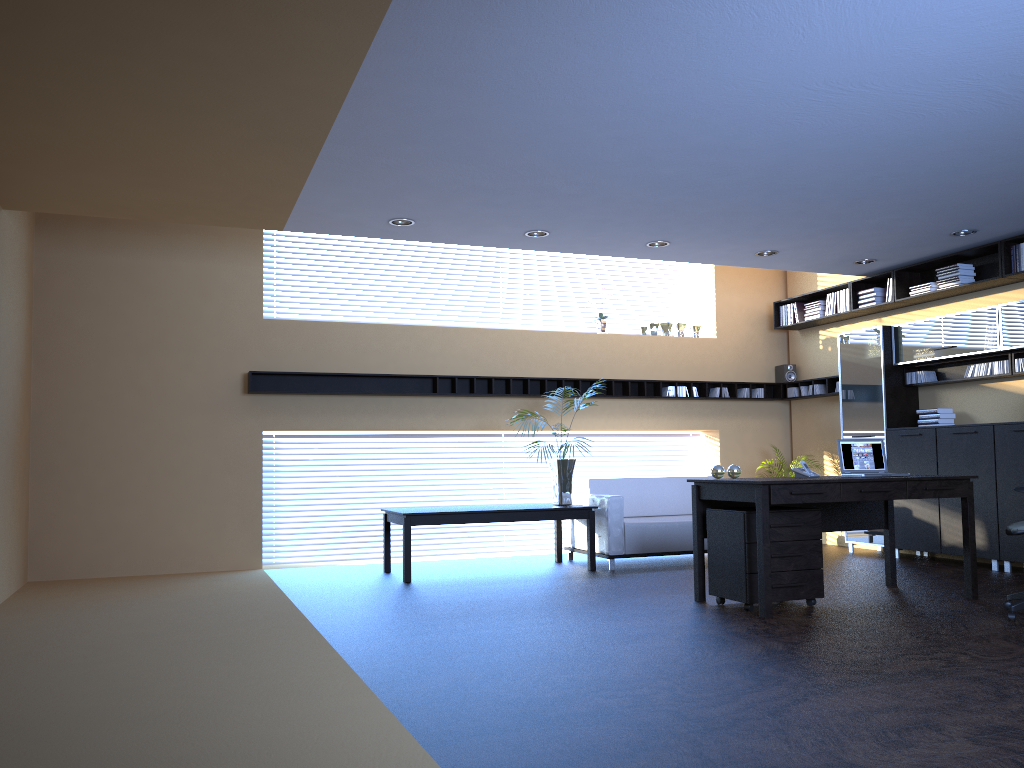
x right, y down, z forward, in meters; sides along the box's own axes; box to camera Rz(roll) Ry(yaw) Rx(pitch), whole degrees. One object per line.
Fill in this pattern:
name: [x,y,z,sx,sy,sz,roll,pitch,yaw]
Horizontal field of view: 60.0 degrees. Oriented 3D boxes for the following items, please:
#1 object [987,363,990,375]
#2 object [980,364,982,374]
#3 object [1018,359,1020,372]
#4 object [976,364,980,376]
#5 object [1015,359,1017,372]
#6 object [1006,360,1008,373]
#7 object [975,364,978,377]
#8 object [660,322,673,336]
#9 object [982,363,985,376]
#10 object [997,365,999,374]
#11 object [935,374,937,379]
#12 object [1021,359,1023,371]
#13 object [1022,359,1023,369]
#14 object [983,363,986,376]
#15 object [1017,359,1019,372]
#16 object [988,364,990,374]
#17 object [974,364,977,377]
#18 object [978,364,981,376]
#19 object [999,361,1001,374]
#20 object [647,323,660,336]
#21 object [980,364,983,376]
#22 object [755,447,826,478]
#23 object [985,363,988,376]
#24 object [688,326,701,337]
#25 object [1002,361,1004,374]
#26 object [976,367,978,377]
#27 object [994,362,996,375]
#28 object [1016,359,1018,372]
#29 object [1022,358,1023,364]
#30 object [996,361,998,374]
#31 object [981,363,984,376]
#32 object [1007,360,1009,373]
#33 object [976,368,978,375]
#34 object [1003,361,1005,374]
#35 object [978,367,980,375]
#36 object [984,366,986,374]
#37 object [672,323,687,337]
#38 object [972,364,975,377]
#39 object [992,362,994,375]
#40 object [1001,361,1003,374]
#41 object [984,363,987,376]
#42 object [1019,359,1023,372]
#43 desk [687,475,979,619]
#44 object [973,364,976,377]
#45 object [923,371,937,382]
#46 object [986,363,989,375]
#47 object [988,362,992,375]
object: [4.533,-0.139,8.342,0.142,0.118,0.040,1,-4,-21]
object: [4.506,-0.132,8.417,0.142,0.118,0.040,1,-4,-21]
object: [4.649,-0.168,8.037,0.142,0.120,0.009,1,-4,-21]
object: [4.489,-0.130,8.443,0.142,0.118,0.040,1,-4,-21]
object: [4.633,-0.165,8.062,0.140,0.118,0.006,1,-4,-21]
object: [4.601,-0.157,8.156,0.142,0.120,0.009,1,-4,-21]
object: [4.484,-0.128,8.462,0.140,0.116,0.036,1,-4,-21]
object: [1.891,-0.659,10.868,0.137,0.173,0.144,-3,-5,29]
object: [4.509,-0.135,8.386,0.142,0.118,0.040,1,-4,-21]
object: [4.569,-0.149,8.241,0.142,0.120,0.009,1,-4,-21]
object: [4.269,-0.074,9.036,0.140,0.116,0.036,1,-4,-21]
object: [4.662,-0.170,8.008,0.140,0.117,0.026,1,-4,-21]
object: [4.663,-0.171,7.998,0.142,0.120,0.030,1,-4,-21]
object: [4.514,-0.136,8.377,0.140,0.116,0.036,1,-4,-21]
object: [4.641,-0.167,8.044,0.142,0.120,0.009,1,-4,-21]
object: [4.533,-0.140,8.330,0.140,0.116,0.036,1,-4,-21]
object: [4.483,-0.127,8.473,0.140,0.116,0.036,1,-4,-21]
object: [4.500,-0.132,8.426,0.142,0.118,0.040,1,-4,-21]
object: [4.573,-0.151,8.221,0.142,0.120,0.009,1,-4,-21]
object: [1.725,-0.656,10.800,0.133,0.159,0.126,-1,-4,-1]
object: [4.503,-0.133,8.405,0.140,0.116,0.036,1,-4,-21]
object: [3.310,1.301,10.500,0.841,1.238,0.690,-2,-4,12]
object: [4.523,-0.138,8.359,0.142,0.118,0.040,1,-4,-21]
object: [2.272,-0.640,11.010,0.124,0.149,0.118,1,-4,-21]
object: [4.587,-0.153,8.194,0.142,0.120,0.009,1,-4,-21]
object: [4.492,-0.129,8.455,0.142,0.118,0.040,1,-4,-21]
object: [4.557,-0.145,8.280,0.142,0.120,0.009,1,-4,-21]
object: [4.639,-0.166,8.054,0.140,0.118,0.006,1,-4,-21]
object: [4.667,-0.172,7.988,0.142,0.120,0.030,1,-4,-21]
object: [4.562,-0.148,8.249,0.142,0.120,0.009,1,-4,-21]
object: [4.509,-0.134,8.397,0.140,0.116,0.036,1,-4,-21]
object: [4.605,-0.159,8.136,0.142,0.120,0.009,1,-4,-21]
object: [4.490,-0.129,8.454,0.140,0.116,0.036,1,-4,-21]
object: [4.596,-0.154,8.186,0.142,0.120,0.009,1,-4,-21]
object: [4.498,-0.131,8.435,0.140,0.116,0.036,1,-4,-21]
object: [4.519,-0.136,8.379,0.142,0.118,0.040,1,-4,-21]
object: [2.059,-0.656,10.929,0.144,0.173,0.137,2,-5,-31]
object: [4.472,-0.126,8.491,0.142,0.118,0.040,1,-4,-21]
object: [4.550,-0.145,8.287,0.142,0.120,0.009,1,-4,-21]
object: [4.582,-0.152,8.203,0.142,0.120,0.009,1,-4,-21]
object: [4.526,-0.137,8.371,0.142,0.118,0.040,1,-4,-21]
object: [4.653,-0.169,8.027,0.142,0.120,0.009,1,-4,-21]
desk: [2.355,1.131,6.488,1.895,0.889,0.915,1,-5,-21]
object: [4.476,-0.126,8.481,0.142,0.118,0.040,1,-4,-21]
object: [4.263,-0.074,9.034,0.142,0.118,0.040,1,-4,-21]
object: [4.530,-0.139,8.351,0.142,0.118,0.040,1,-4,-21]
object: [4.539,-0.141,8.322,0.142,0.118,0.040,1,-4,-21]
